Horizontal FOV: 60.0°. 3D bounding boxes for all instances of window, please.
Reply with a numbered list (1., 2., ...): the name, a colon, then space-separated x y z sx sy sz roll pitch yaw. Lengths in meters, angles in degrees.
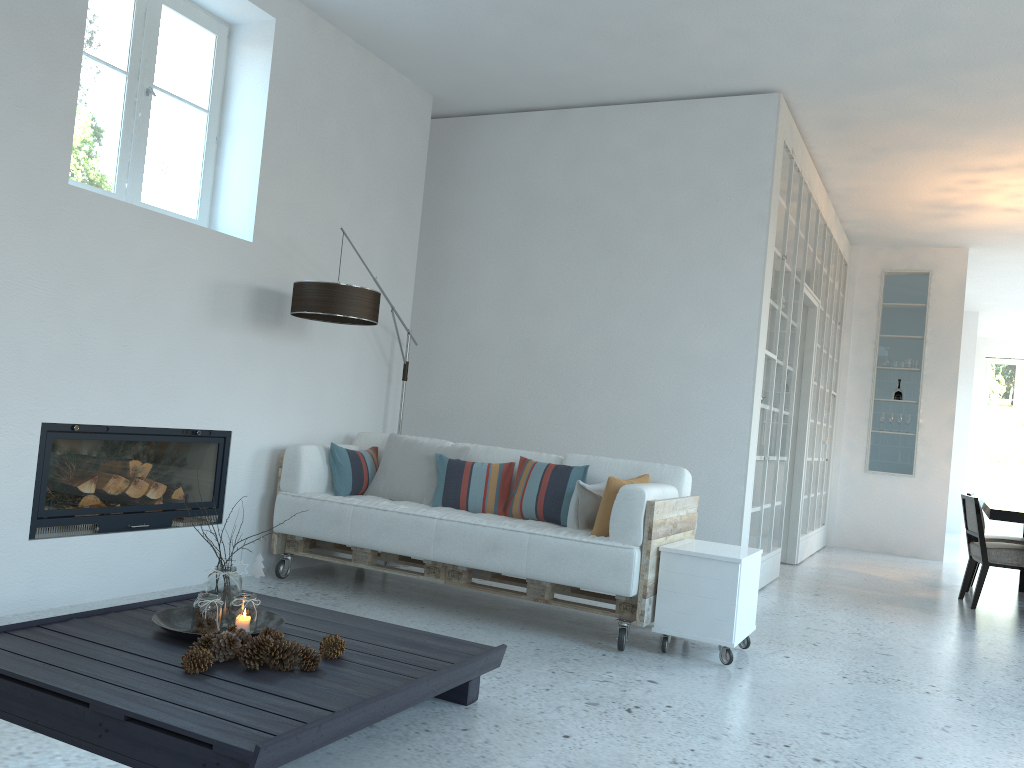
1. window: 1.442 -6.490 4.852 51.758 14.325 51.825 4 -3 37
2. window: -1.862 -1.440 4.439 0.072 1.226 1.118 5 -2 26

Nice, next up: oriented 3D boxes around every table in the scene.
1. table: -0.870 0.937 2.855 1.269 0.218 1.258 4 -3 26
2. table: 4.072 1.309 6.549 1.086 0.736 2.201 4 -3 26

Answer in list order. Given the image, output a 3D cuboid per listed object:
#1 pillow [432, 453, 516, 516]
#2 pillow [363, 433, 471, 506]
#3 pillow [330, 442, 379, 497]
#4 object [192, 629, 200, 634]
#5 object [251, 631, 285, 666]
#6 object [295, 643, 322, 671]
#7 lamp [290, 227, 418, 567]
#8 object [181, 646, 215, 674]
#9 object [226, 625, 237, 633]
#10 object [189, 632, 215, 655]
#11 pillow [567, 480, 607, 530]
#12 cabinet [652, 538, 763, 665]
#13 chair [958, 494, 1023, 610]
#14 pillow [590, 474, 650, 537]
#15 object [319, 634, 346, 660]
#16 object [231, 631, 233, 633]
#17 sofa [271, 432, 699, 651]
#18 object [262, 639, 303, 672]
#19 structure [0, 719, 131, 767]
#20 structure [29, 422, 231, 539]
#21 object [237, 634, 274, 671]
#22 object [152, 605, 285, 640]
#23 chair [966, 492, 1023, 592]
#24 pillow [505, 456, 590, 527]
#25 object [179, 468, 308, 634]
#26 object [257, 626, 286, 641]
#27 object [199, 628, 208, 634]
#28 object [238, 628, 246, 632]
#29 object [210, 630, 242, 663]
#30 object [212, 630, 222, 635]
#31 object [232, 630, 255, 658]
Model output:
1. pillow: -0.225 0.572 4.956 0.478 0.322 0.204 5 -2 8
2. pillow: -0.554 0.507 5.162 0.594 0.407 0.239 5 -2 22
3. pillow: -0.918 0.508 5.222 0.175 0.317 0.438 4 -2 35
4. object: -1.024 0.807 2.871 0.029 0.030 0.025 7 -3 -43
5. object: -0.748 0.805 2.697 0.108 0.108 0.094 6 -2 -6
6. object: -0.616 0.831 2.684 0.082 0.085 0.082 4 -3 41
7. lamp: -0.899 0.160 5.341 0.470 1.965 1.559 5 -2 12
8. object: -0.908 0.799 2.572 0.078 0.084 0.098 5 -2 27
9. object: -0.924 0.812 2.919 0.039 0.043 0.038 6 -2 -3
10. object: -0.927 0.794 2.665 0.086 0.101 0.078 6 -2 1
11. pillow: 0.429 0.672 4.585 0.237 0.354 0.482 5 -2 22
12. cabinet: 0.938 1.028 4.242 0.380 0.487 0.503 5 -2 26
13. chair: 3.554 1.228 6.378 0.570 0.782 0.480 5 -2 16
14. pillow: 0.559 0.619 4.472 0.200 0.339 0.463 5 -2 21
15. object: -0.568 0.840 2.838 0.081 0.083 0.099 4 -2 32
16. object: -0.916 0.819 2.887 0.030 0.027 0.026 6 -2 -7
17. sofa: -0.193 0.759 4.844 2.194 0.854 0.872 4 -2 26
18. object: -0.687 0.815 2.659 0.110 0.101 0.114 5 -2 9
19. structure: -2.521 0.476 0.736 2.898 0.659 3.115 4 -3 27
20. structure: -2.065 0.475 4.422 0.734 0.584 1.211 5 -2 23
21. object: -0.759 0.793 2.621 0.097 0.106 0.090 7 -3 -42
22. object: -0.987 0.810 2.991 0.430 0.038 0.429 7 -3 -23
23. chair: 3.947 1.296 7.106 0.570 0.782 0.480 4 -2 31
24. pillow: 0.186 0.584 4.812 0.489 0.350 0.197 5 -2 24
25. object: -0.935 0.575 3.079 0.436 0.521 0.309 7 -2 -33
26. object: -0.768 0.816 2.822 0.083 0.100 0.092 4 -2 32
27. object: -0.996 0.807 2.866 0.031 0.035 0.031 5 -2 27
28. object: -0.892 0.820 2.920 0.030 0.035 0.035 7 -3 -40
29. object: -0.863 0.792 2.674 0.097 0.102 0.099 6 -2 -3
30. object: -0.952 0.811 2.865 0.035 0.035 0.030 5 -2 25
31. object: -0.832 0.806 2.734 0.106 0.086 0.091 4 -3 41
